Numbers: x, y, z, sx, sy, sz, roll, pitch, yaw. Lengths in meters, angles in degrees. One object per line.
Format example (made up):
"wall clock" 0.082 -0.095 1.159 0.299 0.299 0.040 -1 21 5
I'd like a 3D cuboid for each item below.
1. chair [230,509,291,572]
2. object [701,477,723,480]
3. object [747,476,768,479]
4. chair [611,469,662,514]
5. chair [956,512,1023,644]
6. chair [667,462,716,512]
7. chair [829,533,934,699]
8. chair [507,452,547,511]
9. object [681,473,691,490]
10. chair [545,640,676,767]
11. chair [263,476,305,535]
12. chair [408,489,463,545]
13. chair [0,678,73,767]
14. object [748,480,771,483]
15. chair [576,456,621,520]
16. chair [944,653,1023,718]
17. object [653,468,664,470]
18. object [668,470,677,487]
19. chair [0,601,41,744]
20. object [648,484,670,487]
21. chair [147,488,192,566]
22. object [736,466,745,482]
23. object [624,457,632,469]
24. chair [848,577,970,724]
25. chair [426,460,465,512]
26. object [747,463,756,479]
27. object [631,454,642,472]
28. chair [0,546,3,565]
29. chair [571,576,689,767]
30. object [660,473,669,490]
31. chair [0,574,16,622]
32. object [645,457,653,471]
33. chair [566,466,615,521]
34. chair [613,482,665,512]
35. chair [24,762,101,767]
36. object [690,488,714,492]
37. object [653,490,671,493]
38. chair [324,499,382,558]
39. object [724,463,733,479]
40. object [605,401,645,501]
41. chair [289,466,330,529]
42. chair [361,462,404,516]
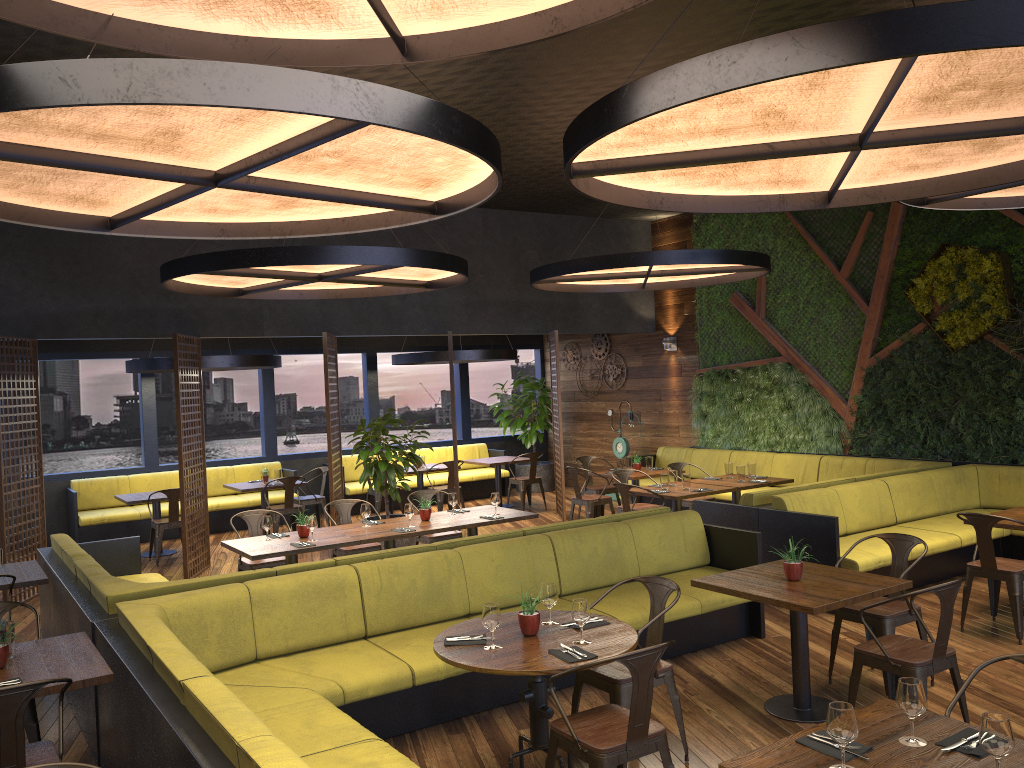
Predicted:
"chair" -2.285 1.640 8.134 0.504 0.917 0.541 -3 0 -33
"object" 2.366 1.107 10.426 0.157 0.019 0.255 -3 0 -34
"object" 2.882 1.085 10.374 0.157 0.019 0.255 -3 0 -34
"chair" 1.460 1.462 10.300 0.504 0.917 0.541 -3 0 -33
"chair" 3.620 1.383 6.562 0.541 0.917 0.504 -3 0 -33
"chair" 2.186 1.427 10.776 0.504 0.917 0.541 -3 0 -33
"chair" 2.350 1.444 5.639 0.541 0.917 0.504 -3 0 -33
"chair" 0.229 1.501 13.728 0.504 0.917 0.541 -3 0 -33
"object" 1.878 1.054 9.555 0.102 0.178 0.102 -3 0 2
"chair" 0.440 1.538 3.850 0.504 0.917 0.541 -3 0 -33
"chair" -2.976 1.654 11.629 0.504 0.917 0.541 -3 0 -33
"chair" -0.775 1.568 9.124 0.504 0.917 0.541 -3 0 -33
"chair" -2.112 1.653 3.712 0.504 0.917 0.541 -3 0 -33
"object" 2.768 1.091 9.990 0.157 0.019 0.255 -3 0 -34
"chair" 1.180 1.465 12.234 0.504 0.917 0.541 -3 0 -33
"chair" 1.841 1.479 3.138 0.541 0.917 0.504 -3 0 -33
"object" 1.913 1.121 11.779 0.157 0.019 0.255 -3 0 -34
"object" 1.801 1.055 9.911 0.102 0.178 0.102 -2 0 42
"chair" -2.794 1.679 4.755 0.504 0.917 0.541 -3 0 -33
"object" 1.665 1.141 9.967 0.157 0.019 0.255 -3 0 -34
"chair" -4.171 1.712 10.845 0.504 0.917 0.541 -3 0 -33
"object" 2.588 1.020 10.021 0.102 0.178 0.102 -3 0 2
"object" 1.550 1.058 11.788 0.102 0.178 0.102 -3 0 2
"chair" 2.122 1.459 4.716 0.504 0.917 0.541 -3 0 -33
"chair" -0.967 1.558 12.945 0.504 0.917 0.541 -3 0 -33
"object" 2.774 1.010 10.244 0.102 0.178 0.102 -2 0 42
"object" 1.630 1.009 11.609 0.238 0.271 0.260 -3 0 -12
"chair" -4.283 1.735 6.992 0.504 0.917 0.541 -3 0 -33
"chair" 0.626 1.526 4.713 0.541 0.917 0.504 -3 0 -33
"object" 1.661 1.063 9.640 0.102 0.178 0.102 -2 0 42
"chair" -3.612 1.710 5.965 0.504 0.917 0.541 -3 0 -33
"object" 1.805 1.047 11.649 0.102 0.178 0.102 -3 0 2
"chair" 0.980 1.479 11.211 0.541 0.917 0.504 -3 0 -33
"chair" 1.363 1.471 9.331 0.541 0.917 0.504 -3 0 -33
"chair" -1.329 1.624 2.488 0.504 0.917 0.541 -3 0 -33
"object" 2.011 1.128 9.451 0.255 0.019 0.157 -3 0 -34
"object" 1.560 1.148 9.510 0.157 0.019 0.255 -3 0 -34
"chair" -1.528 1.604 8.631 0.504 0.917 0.541 -3 0 -33
"object" 2.548 1.020 10.401 0.102 0.178 0.102 -2 0 42
"object" 1.884 1.077 14.492 0.459 1.615 0.848 -3 0 -33
"chair" -2.844 1.644 12.536 0.541 0.917 0.504 -3 0 -33
"chair" -1.944 1.601 13.198 0.541 0.917 0.504 -3 0 -33
